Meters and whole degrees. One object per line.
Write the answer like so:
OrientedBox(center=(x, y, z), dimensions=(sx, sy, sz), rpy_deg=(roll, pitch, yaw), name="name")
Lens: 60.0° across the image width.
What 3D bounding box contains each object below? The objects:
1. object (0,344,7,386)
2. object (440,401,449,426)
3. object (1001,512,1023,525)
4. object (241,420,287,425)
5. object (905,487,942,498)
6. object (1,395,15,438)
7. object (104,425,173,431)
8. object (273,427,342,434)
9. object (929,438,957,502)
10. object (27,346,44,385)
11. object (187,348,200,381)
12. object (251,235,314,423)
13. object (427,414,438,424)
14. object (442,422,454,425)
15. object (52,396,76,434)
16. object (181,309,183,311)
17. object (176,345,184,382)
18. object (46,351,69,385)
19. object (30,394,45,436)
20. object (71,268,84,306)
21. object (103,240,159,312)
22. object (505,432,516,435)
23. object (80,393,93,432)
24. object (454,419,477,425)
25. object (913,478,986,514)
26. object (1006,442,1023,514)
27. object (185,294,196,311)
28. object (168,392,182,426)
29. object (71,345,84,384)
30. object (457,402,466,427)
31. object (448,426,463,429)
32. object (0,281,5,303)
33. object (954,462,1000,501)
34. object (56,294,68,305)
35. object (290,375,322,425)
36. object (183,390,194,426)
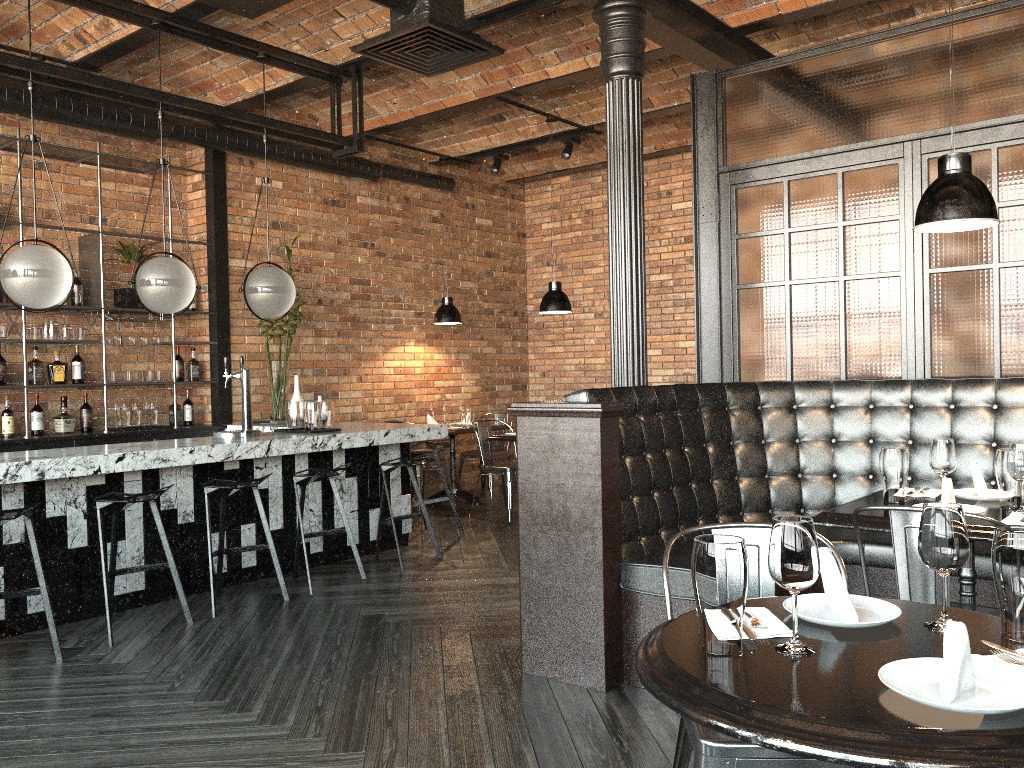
OrientedBox(center=(-3.604, -0.134, 6.231), dimensions=(0.086, 0.299, 0.086), rpy_deg=(-1, 1, -2), name="object")
OrientedBox(center=(-0.676, 0.299, 8.916), dimensions=(0.092, 0.244, 0.092), rpy_deg=(0, 1, 45), name="object")
OrientedBox(center=(1.712, 0.441, 2.917), dimensions=(0.157, 0.019, 0.255), rpy_deg=(-1, 1, 40), name="object")
OrientedBox(center=(-1.946, 0.320, 7.424), dimensions=(0.622, 0.014, 0.622), rpy_deg=(-1, 1, 12), name="object")
OrientedBox(center=(1.634, 0.434, 3.568), dimensions=(0.157, 0.019, 0.255), rpy_deg=(-1, 1, 35), name="object")
OrientedBox(center=(-3.565, 0.230, 6.268), dimensions=(0.080, 0.299, 0.080), rpy_deg=(-1, 1, 42), name="object")
OrientedBox(center=(-2.928, 0.346, 6.962), dimensions=(0.273, 0.019, 0.437), rpy_deg=(-1, 1, 39), name="object")
OrientedBox(center=(-1.428, 0.323, 6.186), dimensions=(0.437, 0.019, 0.273), rpy_deg=(-1, 1, 39), name="object")
OrientedBox(center=(1.598, 0.325, 3.287), dimensions=(0.092, 0.244, 0.092), rpy_deg=(-2, 1, -34), name="object")
OrientedBox(center=(-3.448, -0.131, 6.417), dimensions=(0.083, 0.282, 0.083), rpy_deg=(-1, 1, 24), name="object")
OrientedBox(center=(-2.654, -0.162, 7.392), dimensions=(0.083, 0.282, 0.083), rpy_deg=(-2, 1, -41), name="object")
OrientedBox(center=(-1.933, -0.448, 7.406), dimensions=(0.584, 1.546, 0.673), rpy_deg=(-1, 1, -12), name="object")
OrientedBox(center=(-0.758, 0.363, 8.663), dimensions=(0.232, 0.139, 0.232), rpy_deg=(-1, 1, 33), name="object")
OrientedBox(center=(-0.664, 0.409, 9.176), dimensions=(0.157, 0.019, 0.255), rpy_deg=(-1, 1, 40), name="object")
OrientedBox(center=(-3.311, 0.230, 6.558), dimensions=(0.123, 0.279, 0.123), rpy_deg=(-1, 1, 28), name="object")
OrientedBox(center=(-2.751, -0.729, 7.280), dimensions=(0.083, 0.282, 0.083), rpy_deg=(-2, 1, -36), name="object")
OrientedBox(center=(-2.742, -0.167, 7.289), dimensions=(0.086, 0.299, 0.086), rpy_deg=(-1, 1, -2), name="object")
OrientedBox(center=(-3.350, -0.117, 6.535), dimensions=(0.151, 0.248, 0.094), rpy_deg=(-2, 1, -42), name="object")
OrientedBox(center=(-3.442, 0.224, 6.431), dimensions=(0.086, 0.298, 0.086), rpy_deg=(-1, 1, -2), name="object")
OrientedBox(center=(-3.264, -0.718, 6.655), dimensions=(0.086, 0.297, 0.086), rpy_deg=(-1, 1, -2), name="object")
OrientedBox(center=(-2.965, -0.858, 6.964), dimensions=(0.398, 0.560, 0.374), rpy_deg=(-1, 1, 11), name="object")
OrientedBox(center=(0.084, 0.415, 7.495), dimensions=(0.255, 0.019, 0.157), rpy_deg=(-1, 1, 40), name="object")
OrientedBox(center=(-3.218, 0.215, 6.700), dimensions=(0.086, 0.299, 0.086), rpy_deg=(-1, 1, -2), name="object")
OrientedBox(center=(-0.472, 0.352, 9.004), dimensions=(0.232, 0.139, 0.232), rpy_deg=(-2, 1, -19), name="object")
OrientedBox(center=(1.519, 0.388, 3.088), dimensions=(0.232, 0.139, 0.232), rpy_deg=(-1, 1, -2), name="object")
OrientedBox(center=(1.757, 0.325, 3.055), dimensions=(0.092, 0.244, 0.092), rpy_deg=(-1, 1, 22), name="object")
OrientedBox(center=(-2.684, -0.741, 7.406), dimensions=(0.086, 0.298, 0.086), rpy_deg=(-1, 1, 3), name="object")
OrientedBox(center=(-2.757, 0.206, 7.260), dimensions=(0.083, 0.282, 0.083), rpy_deg=(-1, 1, 24), name="object")
OrientedBox(center=(-3.264, -0.146, 6.664), dimensions=(0.086, 0.298, 0.086), rpy_deg=(-1, 1, -2), name="object")
OrientedBox(center=(-0.494, 0.298, 8.725), dimensions=(0.092, 0.244, 0.092), rpy_deg=(0, 1, 45), name="object")
OrientedBox(center=(-0.583, 0.415, 8.524), dimensions=(0.157, 0.019, 0.255), rpy_deg=(-1, 1, 40), name="object")
OrientedBox(center=(-3.628, -0.678, 6.203), dimensions=(0.151, 0.248, 0.094), rpy_deg=(-2, 1, -22), name="object")
OrientedBox(center=(1.817, 0.377, 3.431), dimensions=(0.232, 0.139, 0.232), rpy_deg=(-1, 1, -3), name="object")
OrientedBox(center=(-3.346, -0.704, 6.528), dimensions=(0.123, 0.279, 0.123), rpy_deg=(-2, 1, -42), name="object")
OrientedBox(center=(-1.649, 0.128, 7.168), dimensions=(0.316, 0.397, 0.319), rpy_deg=(-1, 1, -2), name="object")
OrientedBox(center=(-2.689, 0.196, 7.366), dimensions=(0.086, 0.298, 0.086), rpy_deg=(-1, 1, -2), name="object")
